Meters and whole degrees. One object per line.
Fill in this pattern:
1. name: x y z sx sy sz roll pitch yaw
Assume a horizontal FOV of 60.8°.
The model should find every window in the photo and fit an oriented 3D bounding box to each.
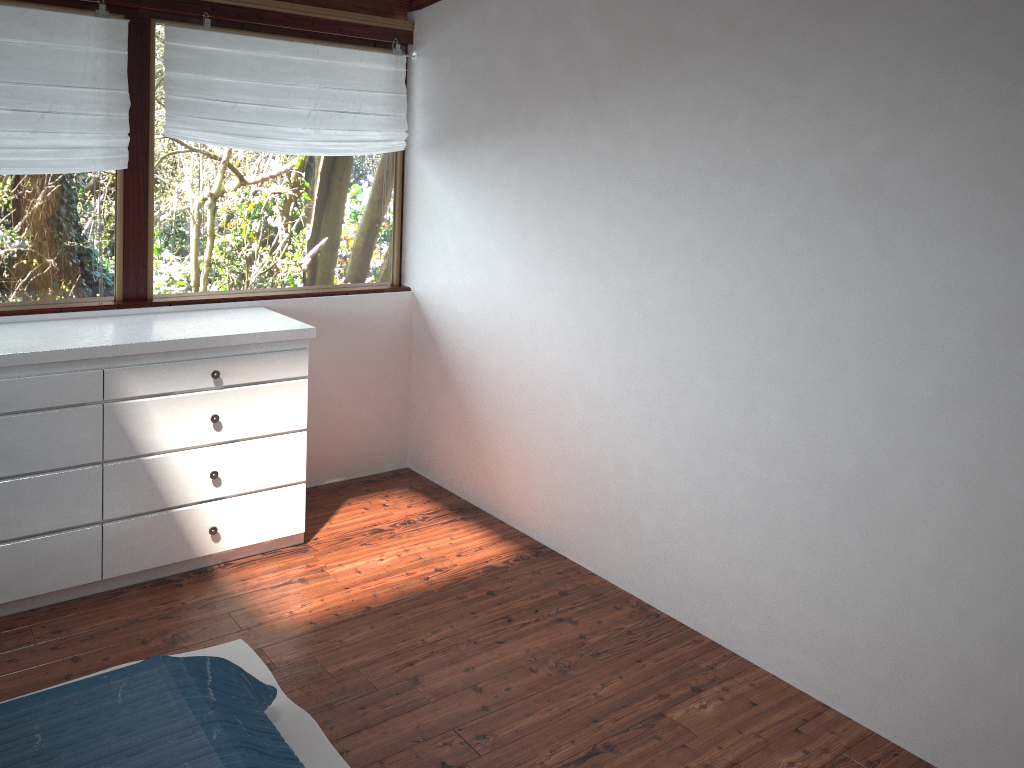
1. window: 1.105 -0.881 2.426 8.350 1.898 5.370 -8 16 -37

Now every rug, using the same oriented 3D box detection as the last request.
1. rug: -0.760 1.194 1.195 1.811 0.048 2.765 -8 17 -36

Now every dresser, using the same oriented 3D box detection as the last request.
1. dresser: -2.198 0.335 2.755 3.135 0.866 0.626 -8 12 -37

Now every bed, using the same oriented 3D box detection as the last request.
1. bed: -1.125 0.911 0.870 2.589 0.755 2.181 -7 16 -36

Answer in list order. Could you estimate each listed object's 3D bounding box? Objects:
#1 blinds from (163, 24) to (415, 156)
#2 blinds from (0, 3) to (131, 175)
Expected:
1. blinds: -0.959 -1.310 4.000 1.227 0.514 0.054 -7 9 -37
2. blinds: -2.037 -1.089 3.185 1.233 0.634 0.054 -7 8 -37
